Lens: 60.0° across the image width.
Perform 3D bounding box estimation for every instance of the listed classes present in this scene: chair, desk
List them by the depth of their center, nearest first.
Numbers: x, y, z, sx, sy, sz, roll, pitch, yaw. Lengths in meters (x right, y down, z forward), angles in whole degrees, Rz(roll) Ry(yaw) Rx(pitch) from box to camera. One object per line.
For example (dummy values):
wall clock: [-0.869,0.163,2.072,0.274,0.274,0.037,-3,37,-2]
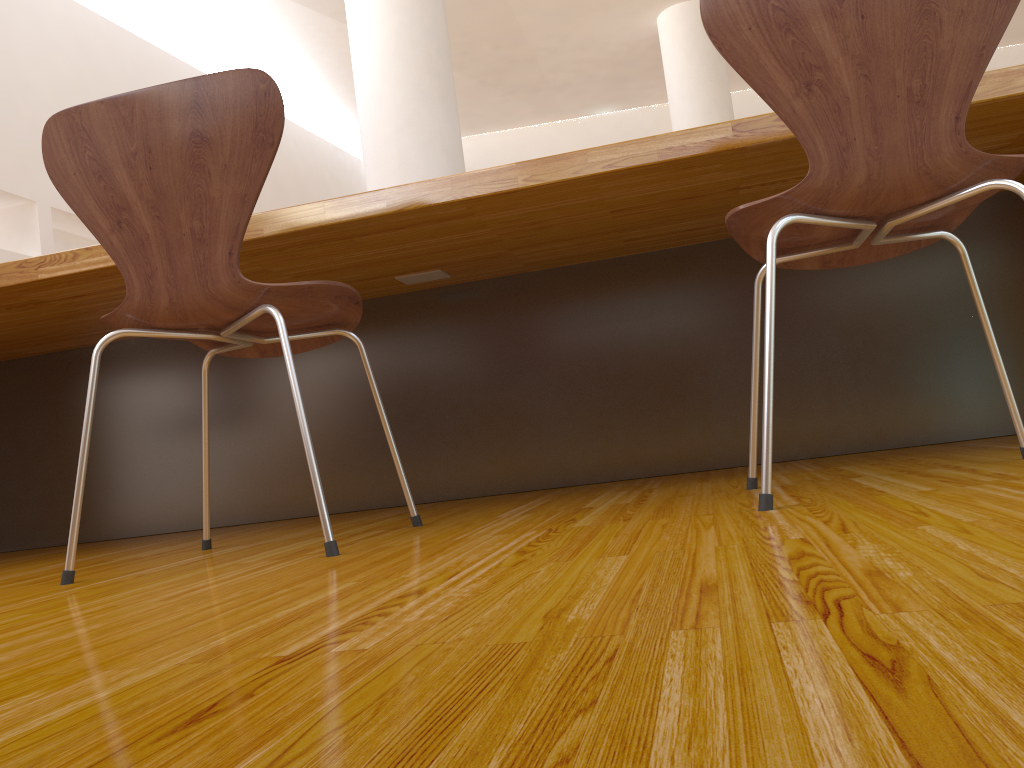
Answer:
chair: [0.499,-0.208,1.225,0.428,0.693,0.381,-8,-4,12]
chair: [-0.442,-0.074,1.425,0.428,0.693,0.381,-8,-4,12]
desk: [-0.161,0.089,2.348,3.243,0.785,1.527,-8,-4,12]
